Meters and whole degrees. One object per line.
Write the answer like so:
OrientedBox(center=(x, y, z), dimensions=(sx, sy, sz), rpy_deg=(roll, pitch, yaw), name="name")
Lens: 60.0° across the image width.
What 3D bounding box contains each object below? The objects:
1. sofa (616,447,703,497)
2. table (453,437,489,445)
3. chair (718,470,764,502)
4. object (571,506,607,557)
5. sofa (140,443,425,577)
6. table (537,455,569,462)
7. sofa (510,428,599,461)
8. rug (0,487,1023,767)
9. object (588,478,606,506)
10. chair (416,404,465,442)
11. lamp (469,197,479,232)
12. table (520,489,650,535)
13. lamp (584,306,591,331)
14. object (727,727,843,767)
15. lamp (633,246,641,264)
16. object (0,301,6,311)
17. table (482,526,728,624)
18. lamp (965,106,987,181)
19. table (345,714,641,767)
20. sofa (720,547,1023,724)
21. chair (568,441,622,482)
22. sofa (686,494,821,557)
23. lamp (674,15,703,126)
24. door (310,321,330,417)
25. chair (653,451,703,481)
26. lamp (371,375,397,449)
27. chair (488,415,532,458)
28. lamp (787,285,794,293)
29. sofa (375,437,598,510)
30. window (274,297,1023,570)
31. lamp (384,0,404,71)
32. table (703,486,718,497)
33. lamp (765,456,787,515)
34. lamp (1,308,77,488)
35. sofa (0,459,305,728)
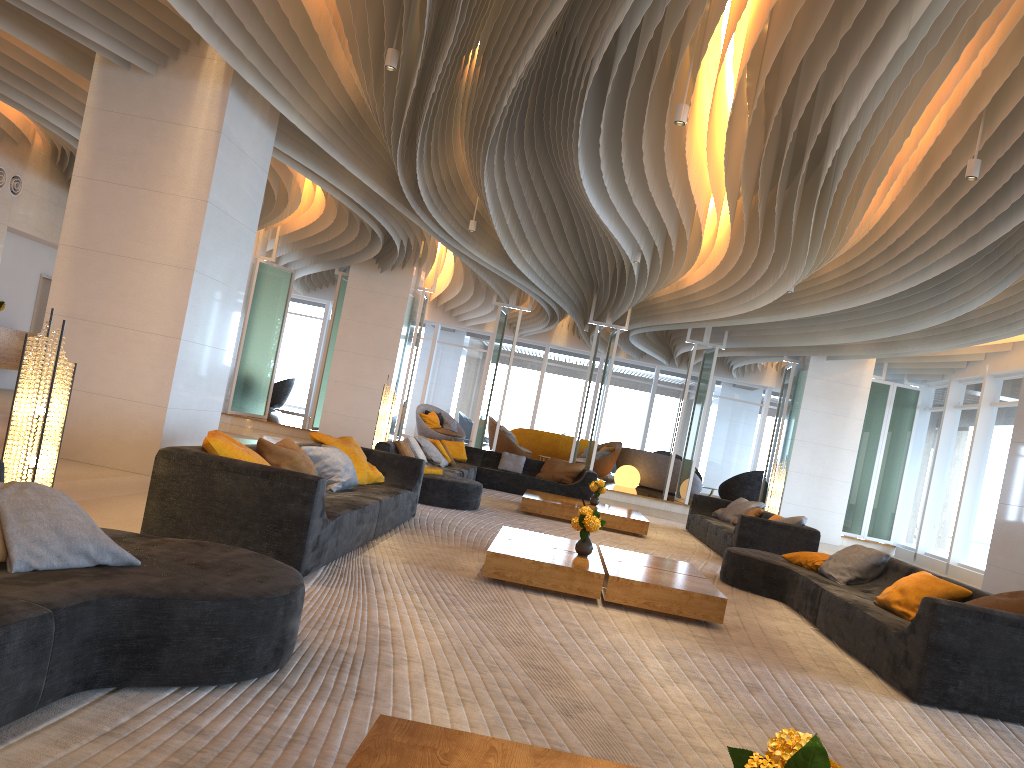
OrientedBox(center=(3.386, 2.082, 20.864), dimensions=(1.135, 0.901, 2.507), rpy_deg=(12, -3, -37), name="sofa")
OrientedBox(center=(-0.967, 1.581, 22.152), dimensions=(1.073, 0.318, 0.824), rpy_deg=(11, -2, 9), name="table")
OrientedBox(center=(5.663, 2.495, 21.221), dimensions=(1.545, 1.005, 1.117), rpy_deg=(12, -2, -25), name="chair")
OrientedBox(center=(0.546, 1.072, 6.497), dimensions=(0.232, 0.377, 0.270), rpy_deg=(11, -1, 25), name="object")
OrientedBox(center=(-1.432, 0.805, 6.632), dimensions=(0.940, 0.582, 3.786), rpy_deg=(11, -3, 4), name="sofa")
OrientedBox(center=(0.971, 1.885, 20.500), dimensions=(0.828, 0.318, 1.068), rpy_deg=(12, -3, -15), name="table")
OrientedBox(center=(1.033, 1.691, 22.416), dimensions=(2.578, 0.901, 1.103), rpy_deg=(12, -2, -8), name="sofa")
OrientedBox(center=(0.643, 1.530, 6.918), dimensions=(5.502, 0.022, 16.261), rpy_deg=(11, -3, 4), name="rug")
OrientedBox(center=(1.140, 1.445, 11.896), dimensions=(0.231, 0.377, 0.271), rpy_deg=(11, -1, 35), name="object")
OrientedBox(center=(-1.840, 1.083, 22.668), dimensions=(1.111, 1.005, 1.553), rpy_deg=(10, -2, 45), name="chair")
OrientedBox(center=(-0.391, -2.771, 11.790), dimensions=(0.091, 1.506, 0.087), rpy_deg=(11, 0, -42), name="lamp")
OrientedBox(center=(0.937, 1.702, 11.752), dimensions=(1.598, 0.220, 1.604), rpy_deg=(11, -3, 3), name="table")
OrientedBox(center=(1.825, -1.940, 20.098), dimensions=(0.088, 1.506, 0.090), rpy_deg=(11, 0, 12), name="lamp")
OrientedBox(center=(0.522, 0.839, 1.689), dimensions=(0.265, 0.377, 0.237), rpy_deg=(11, -1, 4), name="object")
OrientedBox(center=(1.790, -2.343, 11.740), dimensions=(0.091, 1.506, 0.087), rpy_deg=(11, 0, -42), name="lamp")
OrientedBox(center=(-8.280, -1.188, 14.202), dimensions=(0.268, 0.496, 0.234), rpy_deg=(11, 0, -11), name="object")
OrientedBox(center=(0.645, 1.400, 6.594), dimensions=(1.598, 0.220, 1.604), rpy_deg=(11, -3, 3), name="table")
OrientedBox(center=(3.526, -2.248, 6.523), dimensions=(0.089, 1.506, 0.088), rpy_deg=(11, 0, -6), name="lamp")
OrientedBox(center=(0.362, 1.107, 1.579), dimensions=(1.598, 0.220, 1.604), rpy_deg=(11, -3, 3), name="table")
OrientedBox(center=(2.609, 1.610, 6.788), dimensions=(1.350, 0.582, 4.150), rpy_deg=(11, -3, 2), name="sofa")
OrientedBox(center=(1.946, 1.751, 21.013), dimensions=(1.145, 1.005, 1.507), rpy_deg=(11, -2, -9), name="chair")
OrientedBox(center=(3.054, 1.930, 11.704), dimensions=(0.940, 0.582, 3.786), rpy_deg=(11, -3, 4), name="sofa")
OrientedBox(center=(1.389, -2.667, 6.573), dimensions=(0.090, 1.506, 0.087), rpy_deg=(11, 0, -24), name="lamp")
OrientedBox(center=(-4.770, -0.283, 25.236), dimensions=(1.457, 2.770, 0.060), rpy_deg=(11, 0, 1), name="door")
OrientedBox(center=(4.177, 2.274, 22.757), dimensions=(1.535, 1.005, 1.124), rpy_deg=(12, -1, -15), name="chair")
OrientedBox(center=(-1.883, 0.589, 13.022), dimensions=(0.250, 1.450, 0.250), rpy_deg=(11, 0, 3), name="lamp")
OrientedBox(center=(-0.068, 1.329, 20.474), dimensions=(1.127, 1.005, 1.531), rpy_deg=(11, -2, 11), name="chair")
OrientedBox(center=(3.808, -1.947, 11.695), dimensions=(0.091, 1.506, 0.087), rpy_deg=(11, 0, -42), name="lamp")
OrientedBox(center=(-0.164, 1.290, 12.347), dimensions=(2.820, 0.653, 5.101), rpy_deg=(11, -3, 3), name="sofa")
OrientedBox(center=(5.261, 0.656, 8.849), dimensions=(22.610, 3.220, 53.377), rpy_deg=(13, -3, -32), name="window")
OrientedBox(center=(-0.763, -3.090, 6.613), dimensions=(0.089, 1.506, 0.088), rpy_deg=(11, 0, -6), name="lamp")
OrientedBox(center=(4.590, 2.659, 21.778), dimensions=(1.099, 0.318, 0.804), rpy_deg=(12, -3, -26), name="table")
OrientedBox(center=(4.094, 1.808, 13.854), dimensions=(0.250, 1.450, 0.250), rpy_deg=(11, 0, 3), name="lamp")
OrientedBox(center=(-2.364, 0.215, 4.410), dimensions=(0.250, 1.198, 0.250), rpy_deg=(11, 0, 3), name="lamp")
OrientedBox(center=(-1.476, 0.615, 2.736), dimensions=(1.352, 0.576, 2.258), rpy_deg=(11, -2, 3), name="sofa")
